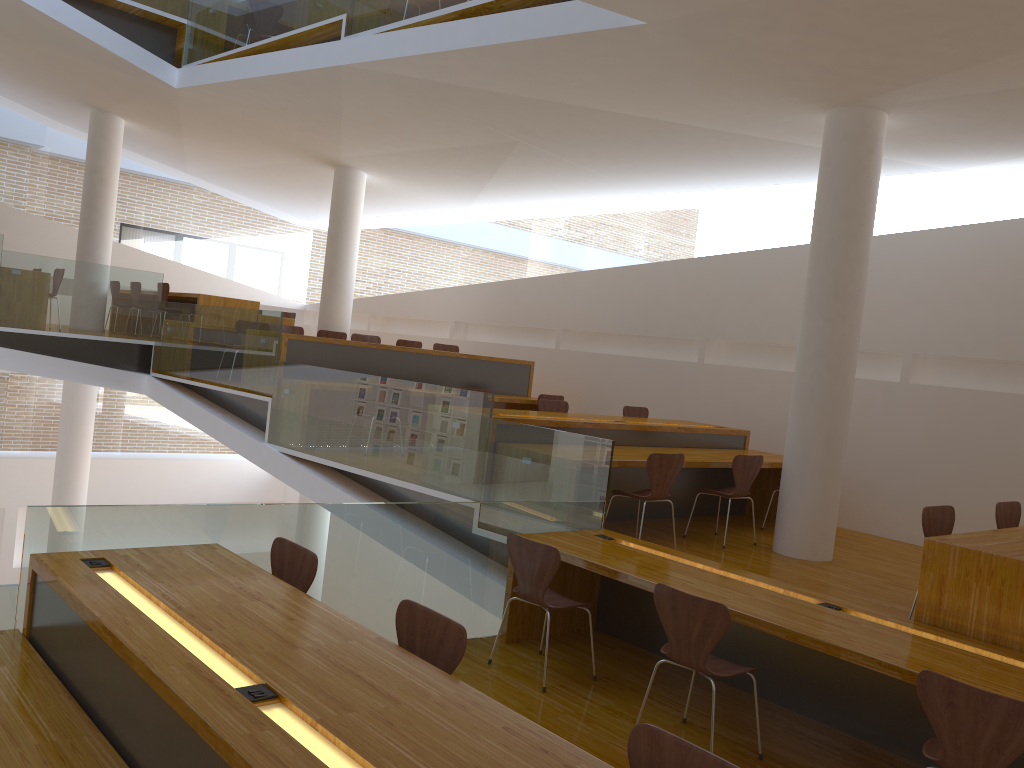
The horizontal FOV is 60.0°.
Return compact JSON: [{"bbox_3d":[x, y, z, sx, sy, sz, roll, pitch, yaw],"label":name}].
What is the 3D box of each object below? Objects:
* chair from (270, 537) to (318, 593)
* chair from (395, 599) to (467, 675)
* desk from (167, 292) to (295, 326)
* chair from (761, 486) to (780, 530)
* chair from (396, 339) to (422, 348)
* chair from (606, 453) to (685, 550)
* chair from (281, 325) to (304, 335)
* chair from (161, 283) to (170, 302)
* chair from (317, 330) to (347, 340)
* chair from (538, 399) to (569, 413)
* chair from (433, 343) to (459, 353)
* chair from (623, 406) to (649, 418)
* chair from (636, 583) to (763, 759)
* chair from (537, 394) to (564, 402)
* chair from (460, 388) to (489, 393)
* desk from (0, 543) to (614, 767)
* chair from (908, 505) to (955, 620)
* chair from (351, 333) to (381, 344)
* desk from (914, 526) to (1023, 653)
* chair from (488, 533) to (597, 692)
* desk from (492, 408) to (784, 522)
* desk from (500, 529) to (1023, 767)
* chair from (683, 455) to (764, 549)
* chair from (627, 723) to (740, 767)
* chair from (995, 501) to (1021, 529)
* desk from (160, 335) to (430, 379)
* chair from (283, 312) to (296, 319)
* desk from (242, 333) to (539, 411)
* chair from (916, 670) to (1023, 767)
[{"bbox_3d":[-1.070,1.010,3.619,0.381,0.693,0.428,5,2,-42],"label":"chair"},{"bbox_3d":[-0.431,1.103,2.894,0.381,0.693,0.428,5,2,-42],"label":"chair"},{"bbox_3d":[-4.286,-0.795,12.016,1.247,0.762,3.194,5,2,-42],"label":"desk"},{"bbox_3d":[2.425,0.924,7.498,0.428,0.693,0.381,5,2,-42],"label":"chair"},{"bbox_3d":[-1.423,-0.218,11.219,0.428,0.693,0.381,5,2,-42],"label":"chair"},{"bbox_3d":[0.893,0.790,6.081,0.428,0.693,0.381,5,2,-42],"label":"chair"},{"bbox_3d":[-2.289,-0.259,9.214,0.428,0.693,0.381,5,2,-42],"label":"chair"},{"bbox_3d":[-4.067,-0.850,10.681,0.381,0.693,0.428,5,2,-42],"label":"chair"},{"bbox_3d":[-2.231,-0.288,10.448,0.428,0.693,0.381,5,2,-42],"label":"chair"},{"bbox_3d":[0.458,0.510,8.060,0.428,0.693,0.381,5,2,-42],"label":"chair"},{"bbox_3d":[-0.717,-0.119,10.566,0.428,0.693,0.381,5,2,-42],"label":"chair"},{"bbox_3d":[1.316,0.587,8.775,0.428,0.693,0.381,5,2,-42],"label":"chair"},{"bbox_3d":[0.830,1.221,3.800,0.381,0.693,0.428,5,2,-42],"label":"chair"},{"bbox_3d":[0.283,0.445,9.745,0.428,0.693,0.381,5,2,-42],"label":"chair"},{"bbox_3d":[-0.525,0.375,8.973,0.428,0.693,0.381,5,2,-42],"label":"chair"},{"bbox_3d":[-0.821,1.279,2.393,1.285,0.918,3.236,5,2,-42],"label":"desk"},{"bbox_3d":[2.291,0.996,4.494,0.428,0.693,0.381,5,2,-42],"label":"chair"},{"bbox_3d":[-1.566,-0.195,9.859,0.428,0.693,0.381,5,2,-42],"label":"chair"},{"bbox_3d":[3.272,1.137,4.806,3.185,0.606,0.760,5,2,-42],"label":"desk"},{"bbox_3d":[0.192,1.127,4.525,0.381,0.693,0.428,5,2,-42],"label":"chair"},{"bbox_3d":[1.036,0.726,7.301,3.243,0.785,1.527,5,2,-42],"label":"desk"},{"bbox_3d":[1.294,1.316,4.006,0.760,0.606,3.185,5,2,-42],"label":"desk"},{"bbox_3d":[1.617,0.854,6.726,0.428,0.693,0.381,5,2,-42],"label":"chair"},{"bbox_3d":[0.276,1.209,2.032,0.381,0.693,0.428,5,2,-42],"label":"chair"},{"bbox_3d":[3.015,1.060,5.139,0.428,0.693,0.381,5,2,-42],"label":"chair"},{"bbox_3d":[-2.431,-0.278,10.812,3.356,0.606,0.760,5,2,-42],"label":"desk"},{"bbox_3d":[-3.190,-0.642,11.952,0.381,0.693,0.428,5,2,-42],"label":"chair"},{"bbox_3d":[-1.054,0.130,9.358,3.216,1.022,1.248,5,2,-42],"label":"desk"},{"bbox_3d":[1.595,1.332,2.989,0.381,0.693,0.428,5,2,-42],"label":"chair"}]
